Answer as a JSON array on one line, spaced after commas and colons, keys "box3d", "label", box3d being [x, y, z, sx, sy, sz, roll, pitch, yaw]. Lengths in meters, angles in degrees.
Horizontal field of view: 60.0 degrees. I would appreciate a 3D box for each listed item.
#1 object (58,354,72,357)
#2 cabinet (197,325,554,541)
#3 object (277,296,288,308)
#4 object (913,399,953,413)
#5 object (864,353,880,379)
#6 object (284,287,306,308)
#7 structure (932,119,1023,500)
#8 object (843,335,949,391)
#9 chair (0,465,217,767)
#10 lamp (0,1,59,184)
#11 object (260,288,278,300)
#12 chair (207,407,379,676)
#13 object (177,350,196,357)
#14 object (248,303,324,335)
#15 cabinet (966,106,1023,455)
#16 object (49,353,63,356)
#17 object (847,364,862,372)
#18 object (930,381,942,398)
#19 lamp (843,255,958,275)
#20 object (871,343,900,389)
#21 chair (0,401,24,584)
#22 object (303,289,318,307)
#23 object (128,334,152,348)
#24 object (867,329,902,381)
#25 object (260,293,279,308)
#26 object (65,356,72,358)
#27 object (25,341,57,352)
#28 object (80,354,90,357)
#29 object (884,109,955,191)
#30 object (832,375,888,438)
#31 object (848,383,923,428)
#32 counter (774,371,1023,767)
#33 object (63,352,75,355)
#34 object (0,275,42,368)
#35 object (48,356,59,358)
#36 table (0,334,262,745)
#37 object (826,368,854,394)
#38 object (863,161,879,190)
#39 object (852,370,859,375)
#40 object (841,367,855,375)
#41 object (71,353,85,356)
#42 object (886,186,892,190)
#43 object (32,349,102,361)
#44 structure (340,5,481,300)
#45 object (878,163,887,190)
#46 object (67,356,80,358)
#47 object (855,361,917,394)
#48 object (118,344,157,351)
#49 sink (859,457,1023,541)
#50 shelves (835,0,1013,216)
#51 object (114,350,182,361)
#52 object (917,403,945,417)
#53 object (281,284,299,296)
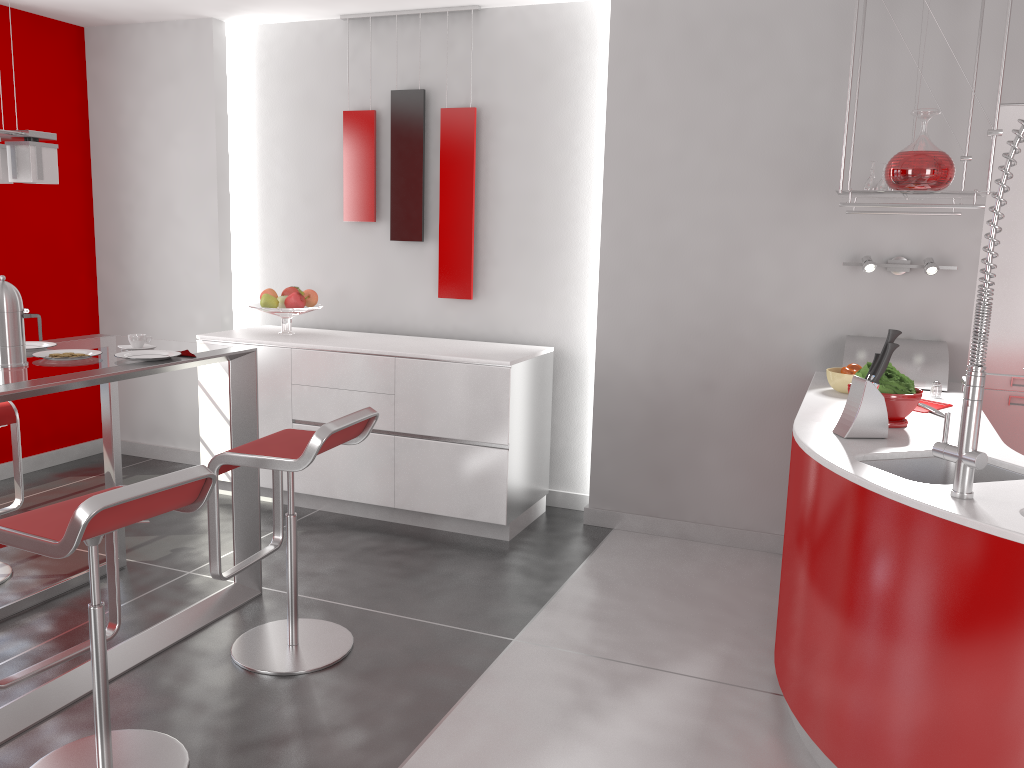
[{"box3d": [-1.512, -0.096, 3.000, 0.036, 0.006, 0.034, -8, 14, -44], "label": "object"}, {"box3d": [-0.743, 0.206, 4.751, 1.802, 0.880, 0.610, 5, 10, 21], "label": "cabinet"}, {"box3d": [-1.248, -0.445, 4.862, 0.086, 0.079, 0.084, -7, 13, -40], "label": "object"}, {"box3d": [1.490, 0.076, 3.249, 0.266, 0.006, 0.168, -7, 13, -41], "label": "object"}, {"box3d": [1.084, 0.003, 2.718, 0.091, 0.197, 0.009, 0, 10, -7], "label": "object"}, {"box3d": [-1.170, -0.460, 4.767, 0.117, 0.133, 0.097, 3, 10, 11], "label": "object"}, {"box3d": [1.134, -0.190, 2.033, 0.178, 0.920, 0.308, -3, 11, -25], "label": "structure"}, {"box3d": [1.617, -0.095, 3.751, 0.400, 0.170, 0.300, 5, 10, 21], "label": "object"}, {"box3d": [-1.057, 0.630, 2.292, 0.460, 0.857, 0.418, 6, 11, 26], "label": "chair"}, {"box3d": [-1.614, -1.129, 2.638, 0.304, 1.025, 0.304, 5, 10, 21], "label": "lamp"}, {"box3d": [-1.331, -0.473, 4.880, 0.096, 0.105, 0.117, -6, 12, -39], "label": "object"}, {"box3d": [-0.741, 0.508, 3.057, 0.460, 0.857, 0.418, 5, 10, 17], "label": "chair"}, {"box3d": [-1.202, -0.114, 3.193, 0.234, 0.012, 0.095, 5, 10, 21], "label": "object"}, {"box3d": [-1.234, -0.352, 4.855, 0.398, 0.159, 0.398, -2, 10, -19], "label": "object"}, {"box3d": [3.174, -0.074, 3.630, 2.398, 2.026, 0.614, 5, 10, 21], "label": "cabinet"}, {"box3d": [-1.550, -0.100, 3.014, 0.036, 0.006, 0.034, 8, 12, 33], "label": "object"}, {"box3d": [1.367, -0.051, 3.545, 0.066, 0.058, 0.055, 3, 10, 7], "label": "object"}, {"box3d": [1.641, 0.019, 3.429, 0.042, 0.066, 0.043, 8, 12, 34], "label": "object"}, {"box3d": [1.645, -0.501, 3.768, 0.454, 0.081, 0.155, 5, 10, 21], "label": "lamp"}, {"box3d": [1.089, 0.014, 2.665, 0.130, 0.279, 0.012, 0, 10, -7], "label": "object"}, {"box3d": [-2.290, 0.379, 3.558, 0.460, 0.857, 0.418, 6, 11, 24], "label": "chair"}, {"box3d": [-1.112, -0.472, 4.885, 0.097, 0.101, 0.121, 2, 10, 0], "label": "object"}, {"box3d": [-1.376, -0.158, 3.270, 0.062, 0.049, 0.078, 5, 10, 21], "label": "object"}, {"box3d": [1.096, -0.006, 2.690, 0.150, 0.322, 0.014, 0, 10, -7], "label": "object"}, {"box3d": [-1.295, -0.440, 4.741, 0.100, 0.086, 0.083, -2, 10, -19], "label": "object"}, {"box3d": [-1.511, -0.094, 3.024, 0.034, 0.006, 0.036, 9, 12, 38], "label": "object"}, {"box3d": [-1.763, -0.133, 3.202, 0.217, 0.015, 0.217, 1, 10, -3], "label": "object"}, {"box3d": [-1.472, -0.097, 3.046, 0.034, 0.006, 0.036, 5, 10, 21], "label": "object"}, {"box3d": [1.348, -0.763, 2.919, 0.213, 0.266, 0.213, -7, 13, -40], "label": "object"}, {"box3d": [1.066, 0.068, 2.701, 0.137, 0.178, 0.091, 1, 10, -5], "label": "object"}, {"box3d": [1.216, 0.071, 2.905, 0.228, 0.118, 0.229, 0, 10, -7], "label": "object"}, {"box3d": [1.684, 0.641, 2.609, 1.868, 0.880, 2.865, -5, 12, -34], "label": "counter"}, {"box3d": [-1.522, -0.104, 3.045, 0.036, 0.006, 0.034, -4, 11, -31], "label": "object"}, {"box3d": [-1.600, -0.203, 2.831, 0.113, 0.287, 0.149, 7, 11, 29], "label": "object"}, {"box3d": [-1.553, -0.094, 3.019, 0.036, 0.006, 0.034, 6, 11, 25], "label": "object"}, {"box3d": [-1.679, 0.443, 2.856, 0.800, 1.000, 1.700, 5, 10, 21], "label": "table"}, {"box3d": [1.340, -0.007, 3.488, 0.201, 0.086, 0.201, 6, 10, 22], "label": "object"}, {"box3d": [1.378, -0.780, 3.394, 0.060, 0.141, 0.060, 1, 10, -2], "label": "object"}, {"box3d": [1.348, -0.029, 3.438, 0.062, 0.049, 0.066, 7, 11, 29], "label": "object"}, {"box3d": [1.329, -0.040, 3.499, 0.062, 0.052, 0.065, 3, 10, 6], "label": "object"}, {"box3d": [-1.482, -0.100, 3.030, 0.036, 0.006, 0.034, 3, 10, 10], "label": "object"}, {"box3d": [1.427, -0.762, 3.295, 0.060, 0.141, 0.060, 5, 10, 21], "label": "object"}, {"box3d": [-1.519, -0.097, 3.032, 0.217, 0.015, 0.217, -4, 11, -31], "label": "object"}, {"box3d": [-0.566, -1.231, 4.807, 0.820, 1.503, 0.040, 5, 10, 21], "label": "structure"}, {"box3d": [1.458, -0.793, 3.480, 0.060, 0.141, 0.060, 1, 10, -2], "label": "object"}, {"box3d": [-1.481, -0.090, 3.002, 0.034, 0.006, 0.036, 5, 10, 21], "label": "object"}, {"box3d": [1.214, 0.020, 2.886, 0.193, 0.182, 0.198, 7, 11, 27], "label": "object"}, {"box3d": [-1.379, -0.133, 3.267, 0.119, 0.016, 0.119, 10, 13, 41], "label": "object"}, {"box3d": [1.160, 0.323, 2.397, 0.428, 0.172, 0.326, -1, 10, -17], "label": "sink"}, {"box3d": [1.447, -1.130, 3.136, 0.462, 1.023, 0.934, 5, 10, 21], "label": "shelves"}, {"box3d": [-1.259, -0.096, 3.069, 0.217, 0.015, 0.217, -4, 11, -32], "label": "object"}, {"box3d": [1.487, 0.079, 3.192, 0.041, 0.008, 0.375, 1, 10, -2], "label": "object"}, {"box3d": [-1.226, -0.493, 4.941, 0.117, 0.129, 0.150, -2, 10, -21], "label": "object"}]
